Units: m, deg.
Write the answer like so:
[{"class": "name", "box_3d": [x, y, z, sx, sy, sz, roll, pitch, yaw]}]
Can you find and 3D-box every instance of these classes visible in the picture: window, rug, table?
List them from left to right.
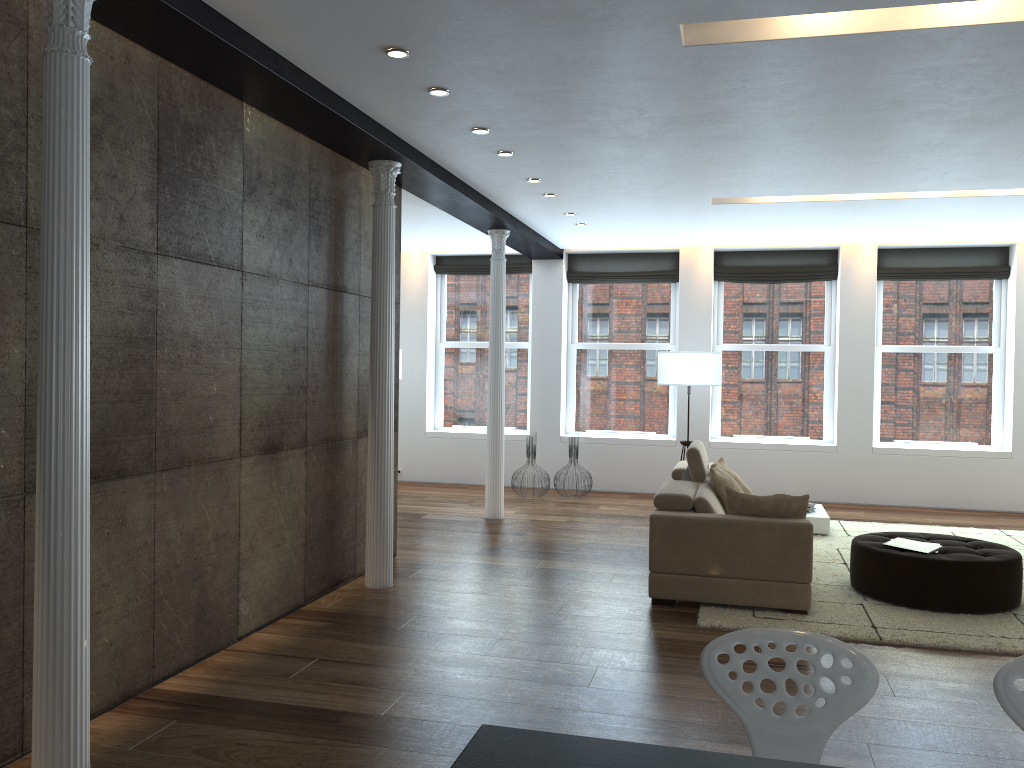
[{"class": "window", "box_3d": [-0.347, -0.492, 11.739, 1.391, 2.400, 0.123, 1, 1, 14]}, {"class": "window", "box_3d": [1.407, -0.456, 11.287, 1.432, 2.400, 0.123, 1, 1, 14]}, {"class": "window", "box_3d": [3.185, -0.419, 10.828, 1.442, 2.400, 0.123, 1, 1, 14]}, {"class": "table", "box_3d": [2.594, 1.302, 8.688, 0.900, 0.170, 0.900, 1, 1, 14]}, {"class": "rug", "box_3d": [3.062, 1.433, 6.899, 2.972, 0.020, 4.231, 1, 1, 14]}, {"class": "window", "box_3d": [4.968, -0.383, 10.369, 1.443, 2.400, 0.123, 1, 1, 14]}, {"class": "table", "box_3d": [1.425, 1.144, 0.927, 3.400, 0.733, 1.200, 1, 1, 14]}]

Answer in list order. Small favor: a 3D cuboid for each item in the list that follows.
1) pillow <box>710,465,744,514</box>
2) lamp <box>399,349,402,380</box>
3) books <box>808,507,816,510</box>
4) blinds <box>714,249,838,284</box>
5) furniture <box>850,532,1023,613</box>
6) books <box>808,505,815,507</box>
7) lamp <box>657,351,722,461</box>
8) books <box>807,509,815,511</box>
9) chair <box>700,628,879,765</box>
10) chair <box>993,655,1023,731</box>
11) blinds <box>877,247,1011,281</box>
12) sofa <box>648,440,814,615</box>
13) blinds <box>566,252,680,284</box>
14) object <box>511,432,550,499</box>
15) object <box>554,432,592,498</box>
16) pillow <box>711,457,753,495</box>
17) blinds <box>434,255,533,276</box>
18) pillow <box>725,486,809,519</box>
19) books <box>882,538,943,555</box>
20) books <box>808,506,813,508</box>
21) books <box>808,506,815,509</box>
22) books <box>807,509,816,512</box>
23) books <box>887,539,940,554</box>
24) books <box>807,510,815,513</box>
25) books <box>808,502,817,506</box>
[{"class": "pillow", "box_3d": [1.615, 0.820, 6.558, 0.301, 0.439, 0.534, 1, 1, 18]}, {"class": "lamp", "box_3d": [-1.706, 0.433, 10.821, 0.698, 1.728, 0.698, 2, 1, 38]}, {"class": "books", "box_3d": [2.751, 1.187, 8.573, 0.220, 0.010, 0.300, 0, 1, -26]}, {"class": "blinds", "box_3d": [3.188, -1.426, 10.751, 1.439, 0.424, 0.156, 1, 1, 14]}, {"class": "furniture", "box_3d": [2.867, 1.257, 6.037, 1.057, 0.355, 1.057, 1, 1, 16]}, {"class": "books", "box_3d": [2.732, 1.158, 8.557, 0.220, 0.010, 0.300, 0, 1, -41]}, {"class": "lamp", "box_3d": [1.962, 0.510, 9.875, 0.698, 1.728, 0.698, 2, 1, 38]}, {"class": "books", "box_3d": [2.732, 1.197, 8.557, 0.220, 0.010, 0.300, 0, 1, -41]}, {"class": "chair", "box_3d": [0.641, 1.061, 2.052, 0.495, 0.835, 0.581, 1, 1, 14]}, {"class": "chair", "box_3d": [1.319, 1.075, 1.897, 0.495, 0.835, 0.581, 1, 1, 14]}, {"class": "blinds", "box_3d": [4.970, -1.397, 10.292, 1.442, 0.393, 0.156, 1, 1, 14]}, {"class": "sofa", "box_3d": [1.690, 0.947, 6.803, 1.021, 0.950, 2.581, 1, 1, 14]}, {"class": "blinds", "box_3d": [1.404, -1.469, 11.195, 1.431, 0.395, 0.183, 1, 1, 14]}, {"class": "object", "box_3d": [0.224, 0.949, 10.436, 0.458, 0.781, 0.458, 1, 1, 14]}, {"class": "object", "box_3d": [0.730, 0.955, 10.530, 0.458, 0.781, 0.458, 1, 1, 14]}, {"class": "pillow", "box_3d": [1.783, 0.824, 7.160, 0.368, 0.416, 0.519, 1, 1, 19]}, {"class": "blinds", "box_3d": [-0.346, -1.565, 11.661, 1.396, 0.275, 0.156, 1, 1, 14]}, {"class": "pillow", "box_3d": [1.655, 0.856, 5.763, 0.518, 0.393, 0.395, 1, 1, 18]}, {"class": "books", "box_3d": [2.649, 1.071, 5.870, 0.220, 0.040, 0.301, 0, 1, -41]}, {"class": "books", "box_3d": [2.751, 1.168, 8.573, 0.300, 0.010, 0.220, 1, 1, 29]}, {"class": "books", "box_3d": [2.732, 1.177, 8.557, 0.300, 0.010, 0.220, 2, 1, 39]}, {"class": "books", "box_3d": [2.751, 1.206, 8.574, 0.300, 0.010, 0.220, 2, 1, 34]}, {"class": "books", "box_3d": [2.668, 1.078, 5.888, 0.300, 0.031, 0.219, 1, 1, 29]}, {"class": "books", "box_3d": [2.731, 1.216, 8.557, 0.220, 0.010, 0.300, 0, 1, -41]}, {"class": "books", "box_3d": [2.752, 1.148, 8.573, 0.220, 0.010, 0.300, 0, 1, -36]}]
